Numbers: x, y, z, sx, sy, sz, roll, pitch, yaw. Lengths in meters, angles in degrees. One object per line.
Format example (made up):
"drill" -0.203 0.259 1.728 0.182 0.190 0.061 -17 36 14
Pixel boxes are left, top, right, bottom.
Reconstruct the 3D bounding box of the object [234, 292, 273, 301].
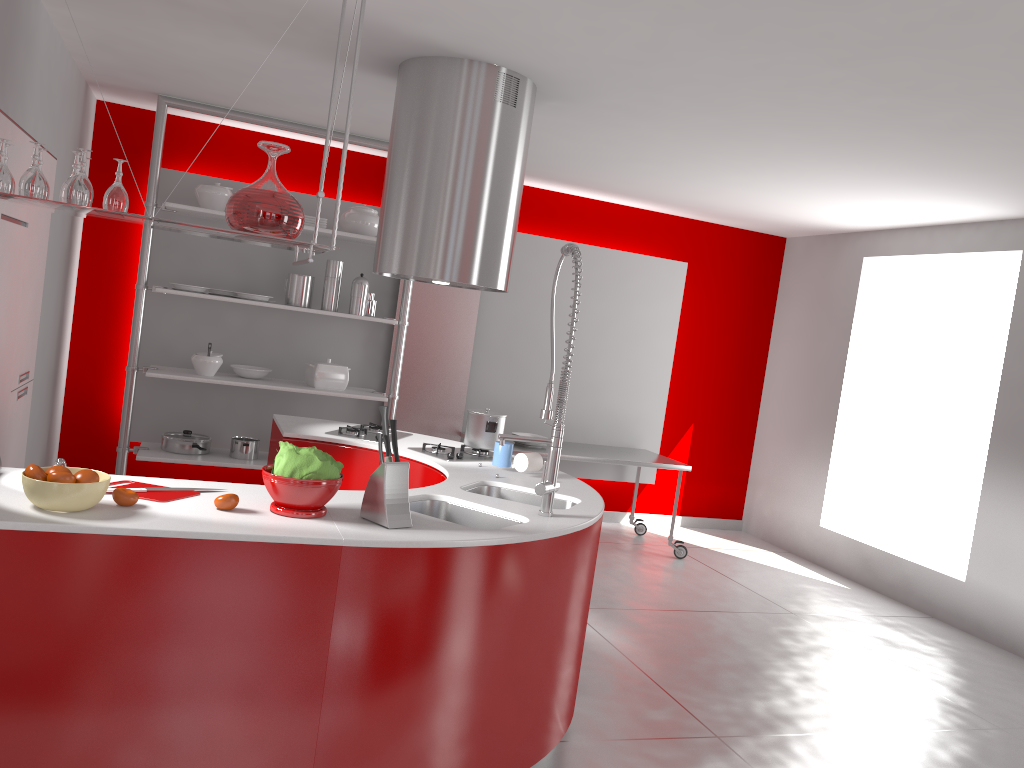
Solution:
"object" -1.634 -0.546 5.598 0.244 0.042 0.244 6 4 -35

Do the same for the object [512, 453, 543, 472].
"object" 0.057 0.325 3.715 0.109 0.080 0.100 11 5 40

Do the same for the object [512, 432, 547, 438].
"object" 0.126 0.375 6.302 0.228 0.020 0.228 5 4 -38

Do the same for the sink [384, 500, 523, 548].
"sink" -0.188 0.512 2.863 0.428 0.172 0.326 10 4 31

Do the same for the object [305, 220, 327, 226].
"object" -1.316 -1.038 5.776 0.200 0.030 0.200 7 4 -20

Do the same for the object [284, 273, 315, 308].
"object" -1.382 -0.604 5.752 0.184 0.205 0.172 7 4 -15

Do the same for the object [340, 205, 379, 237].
"object" -1.002 -1.084 5.916 0.287 0.222 0.287 10 4 24

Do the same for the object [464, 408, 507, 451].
"object" -0.126 0.205 4.135 0.218 0.185 0.189 10 4 32

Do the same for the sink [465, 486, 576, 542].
"sink" 0.021 0.514 3.303 0.428 0.172 0.326 9 4 19

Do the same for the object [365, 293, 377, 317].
"object" -0.979 -0.538 6.002 0.127 0.157 0.127 7 4 -9

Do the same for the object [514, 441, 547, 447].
"object" 0.119 0.426 6.305 0.228 0.020 0.228 5 4 -38

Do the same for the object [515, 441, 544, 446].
"object" 0.120 0.416 6.305 0.228 0.020 0.228 5 4 -38

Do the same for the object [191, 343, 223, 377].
"object" -1.926 -0.160 5.602 0.192 0.214 0.192 6 4 -33

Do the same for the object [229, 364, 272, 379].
"object" -1.723 -0.074 5.840 0.272 0.072 0.272 10 4 34

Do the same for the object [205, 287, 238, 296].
"object" -1.870 -0.589 5.762 0.244 0.042 0.244 6 4 -28

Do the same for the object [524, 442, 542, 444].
"object" 0.121 0.405 6.304 0.228 0.020 0.228 5 4 -38

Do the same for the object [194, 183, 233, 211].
"object" -1.866 -1.166 5.544 0.231 0.191 0.231 9 4 21

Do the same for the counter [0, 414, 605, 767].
"counter" -0.698 0.759 3.178 1.868 0.880 2.865 9 4 14

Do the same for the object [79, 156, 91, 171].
"object" -1.131 -0.524 2.327 0.060 0.141 0.060 7 4 -20

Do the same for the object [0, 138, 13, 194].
"object" -1.266 -0.534 2.195 0.060 0.141 0.060 7 4 -20

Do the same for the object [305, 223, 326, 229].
"object" -1.318 -1.022 5.777 0.200 0.030 0.200 7 4 -20

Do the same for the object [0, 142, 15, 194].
"object" -1.303 -0.544 2.272 0.060 0.141 0.060 7 4 -20

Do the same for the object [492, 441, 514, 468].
"object" -0.049 0.297 3.785 0.109 0.100 0.080 11 5 43

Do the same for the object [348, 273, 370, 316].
"object" -0.996 -0.586 5.791 0.115 0.274 0.115 6 4 -27

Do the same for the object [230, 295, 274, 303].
"object" -1.636 -0.532 5.599 0.280 0.015 0.280 9 4 10

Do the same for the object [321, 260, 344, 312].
"object" -1.171 -0.638 5.776 0.109 0.329 0.110 7 4 -22

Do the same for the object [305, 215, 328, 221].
"object" -1.312 -1.068 5.774 0.200 0.030 0.200 7 4 -20

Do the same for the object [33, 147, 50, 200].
"object" -1.214 -0.532 2.271 0.060 0.141 0.060 7 4 -20

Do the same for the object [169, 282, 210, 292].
"object" -1.994 -0.589 5.482 0.244 0.042 0.244 6 4 -35

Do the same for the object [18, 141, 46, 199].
"object" -1.173 -0.520 2.177 0.060 0.141 0.060 5 5 -43

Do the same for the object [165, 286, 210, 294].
"object" -1.996 -0.575 5.483 0.280 0.015 0.280 9 4 17

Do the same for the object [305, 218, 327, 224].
"object" -1.314 -1.053 5.775 0.200 0.030 0.200 7 4 -20

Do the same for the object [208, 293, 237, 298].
"object" -1.872 -0.575 5.763 0.280 0.015 0.280 9 4 17
